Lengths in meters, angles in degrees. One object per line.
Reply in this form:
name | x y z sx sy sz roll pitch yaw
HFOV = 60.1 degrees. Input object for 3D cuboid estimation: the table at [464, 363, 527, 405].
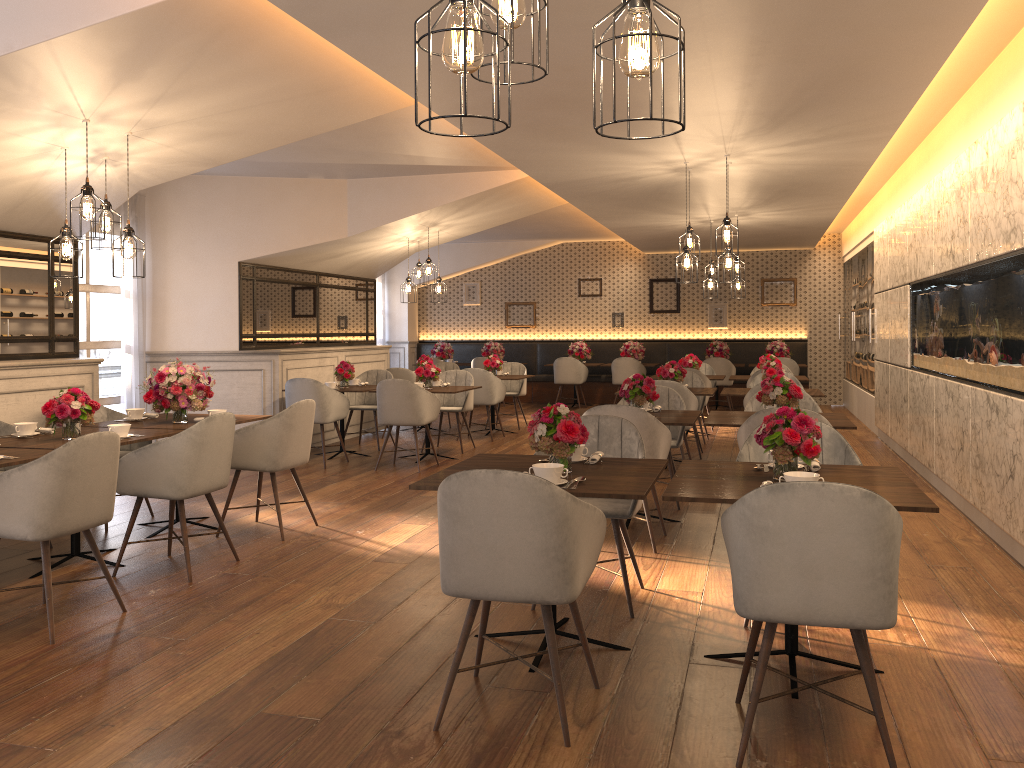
table | -0.273 0.006 15.626 0.896 0.720 0.897 0 2 15

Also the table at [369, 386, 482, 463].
table | -0.865 0.406 9.072 0.896 0.720 0.897 0 2 15

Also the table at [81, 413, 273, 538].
table | -2.234 0.605 5.941 0.896 0.720 0.897 0 2 15

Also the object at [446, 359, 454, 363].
object | -1.140 -0.419 16.174 0.148 0.072 0.148 -2 3 -27

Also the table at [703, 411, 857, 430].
table | 1.746 0.584 5.826 0.896 0.720 0.897 0 2 15

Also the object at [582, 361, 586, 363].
object | 1.261 -0.378 15.509 0.056 0.039 0.176 0 3 15

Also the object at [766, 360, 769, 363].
object | 3.073 -0.258 10.632 0.048 0.052 0.076 -1 2 -5

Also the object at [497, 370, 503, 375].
object | -0.189 -0.150 11.619 0.148 0.072 0.148 -1 3 -17

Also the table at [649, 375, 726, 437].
table | 2.171 0.271 10.955 0.896 0.720 0.897 0 2 15

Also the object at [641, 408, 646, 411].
object | 0.805 0.196 5.782 0.148 0.072 0.148 -2 3 -32

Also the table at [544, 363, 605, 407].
table | 1.092 0.019 15.248 0.896 0.720 0.897 0 2 15

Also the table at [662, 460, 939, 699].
table | 1.084 0.733 3.439 0.896 0.720 0.897 0 2 15

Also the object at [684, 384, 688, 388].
object | 1.730 0.023 8.829 0.056 0.039 0.176 0 3 15

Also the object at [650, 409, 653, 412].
object | 1.007 0.184 6.348 0.025 0.024 0.193 0 3 15

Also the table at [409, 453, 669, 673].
table | 0.160 0.724 3.695 0.896 0.720 0.897 0 2 15

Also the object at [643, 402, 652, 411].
object | 0.933 0.159 6.378 0.148 0.072 0.148 -2 3 -32

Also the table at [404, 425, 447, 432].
table | -1.169 0.257 11.569 0.896 0.720 0.897 0 2 15

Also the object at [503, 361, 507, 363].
object | -0.136 -0.392 15.896 0.056 0.039 0.176 0 3 15

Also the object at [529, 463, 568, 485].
object | 0.138 0.346 3.374 0.148 0.072 0.148 2 4 38

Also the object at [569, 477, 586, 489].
object | 0.245 0.375 3.365 0.043 0.015 0.197 1 4 19

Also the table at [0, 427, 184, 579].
table | -2.485 0.661 5.036 0.896 0.720 0.897 0 2 15

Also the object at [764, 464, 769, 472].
object | 1.069 0.353 3.721 0.022 0.004 0.211 1 4 15

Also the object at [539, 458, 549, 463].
object | 0.152 0.338 3.982 0.043 0.015 0.197 0 3 12

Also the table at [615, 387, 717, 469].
table | 1.510 0.420 8.567 0.896 0.720 0.897 0 2 15

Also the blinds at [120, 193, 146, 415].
blinds | -3.865 -0.524 8.250 0.134 2.698 1.381 0 1 16

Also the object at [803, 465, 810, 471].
object | 1.226 0.343 3.695 0.025 0.024 0.193 0 3 15

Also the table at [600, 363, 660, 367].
table | 2.016 0.029 14.992 0.896 0.720 0.897 0 2 15

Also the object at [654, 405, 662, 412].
object | 1.043 0.177 6.348 0.056 0.039 0.176 0 3 15

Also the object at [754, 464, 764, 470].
object | 1.045 0.347 3.735 0.043 0.015 0.197 1 4 19

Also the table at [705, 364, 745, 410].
table | 3.381 0.042 14.613 0.896 0.720 0.897 0 2 15

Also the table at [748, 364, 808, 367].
table | 4.305 0.051 14.357 0.896 0.720 0.897 0 2 15

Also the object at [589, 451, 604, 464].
object | 0.376 0.327 3.940 0.056 0.039 0.176 0 3 15

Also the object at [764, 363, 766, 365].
object | 3.054 -0.229 10.650 0.049 0.052 0.077 0 3 25

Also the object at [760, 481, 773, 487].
object | 0.914 0.371 3.159 0.056 0.039 0.176 0 3 15

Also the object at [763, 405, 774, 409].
object | 1.819 0.168 6.133 0.148 0.072 0.148 -2 3 -32

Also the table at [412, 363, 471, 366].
table | -1.197 -0.003 15.882 0.896 0.720 0.897 0 2 15

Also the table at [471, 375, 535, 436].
table | -0.244 0.266 11.312 0.896 0.720 0.897 0 2 15

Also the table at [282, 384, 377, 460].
table | -1.789 0.397 9.329 0.896 0.720 0.897 0 2 15

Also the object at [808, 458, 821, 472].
object | 1.261 0.336 3.695 0.056 0.039 0.176 0 3 15

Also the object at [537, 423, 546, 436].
object | 0.130 0.185 3.632 0.048 0.052 0.076 0 2 21

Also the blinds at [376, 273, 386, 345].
blinds | -2.461 -1.022 16.327 0.134 2.698 0.618 0 0 16

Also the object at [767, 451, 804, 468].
object | 1.151 0.318 3.725 0.148 0.072 0.148 -2 3 -32

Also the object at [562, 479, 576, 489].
object | 0.220 0.380 3.379 0.022 0.004 0.211 1 4 15

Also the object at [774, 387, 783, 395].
object | 1.724 0.044 5.762 0.048 0.052 0.076 -1 2 -5

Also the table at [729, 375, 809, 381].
table | 3.096 0.281 10.699 0.896 0.720 0.897 0 2 15

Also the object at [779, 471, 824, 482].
object | 1.023 0.355 3.129 0.148 0.072 0.148 2 4 38

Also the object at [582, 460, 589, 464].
object | 0.340 0.335 3.940 0.025 0.024 0.193 0 3 15

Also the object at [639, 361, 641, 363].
object | 2.196 -0.369 15.250 0.056 0.039 0.176 0 3 15

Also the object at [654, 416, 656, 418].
object | 0.920 0.225 5.771 0.043 0.015 0.197 0 3 12

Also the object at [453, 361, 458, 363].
object | -1.030 -0.401 16.144 0.056 0.039 0.176 0 3 15

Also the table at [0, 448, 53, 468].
table | -2.736 0.717 4.131 0.896 0.720 0.897 0 2 15

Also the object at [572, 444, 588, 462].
object | 0.266 0.309 3.971 0.148 0.072 0.148 -2 3 -32

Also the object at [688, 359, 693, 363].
object | 2.190 -0.277 10.909 0.045 0.052 0.077 -1 2 -22

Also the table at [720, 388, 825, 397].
table | 2.435 0.429 8.311 0.896 0.720 0.897 0 2 15

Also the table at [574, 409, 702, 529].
table | 0.821 0.575 6.083 0.896 0.720 0.897 0 2 15
